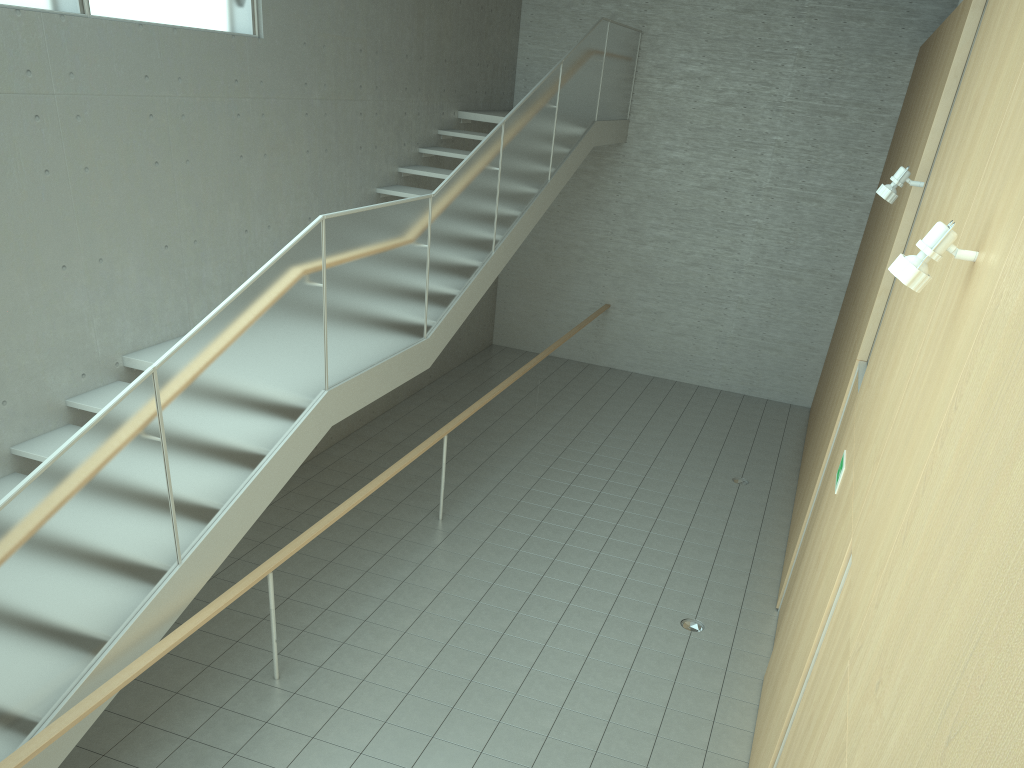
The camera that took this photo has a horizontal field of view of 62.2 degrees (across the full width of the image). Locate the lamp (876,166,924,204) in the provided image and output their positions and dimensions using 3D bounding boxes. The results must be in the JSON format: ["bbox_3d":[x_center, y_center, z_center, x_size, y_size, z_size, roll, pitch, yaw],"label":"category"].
[{"bbox_3d":[2.195,-1.128,4.814,0.232,0.223,0.123,5,27,-3],"label":"lamp"}]

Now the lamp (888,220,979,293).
[{"bbox_3d":[1.228,-0.371,2.471,0.232,0.223,0.123,5,27,-3],"label":"lamp"}]

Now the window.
[{"bbox_3d":[-3.831,-2.294,0.395,0.029,3.160,14.038,16,22,17],"label":"window"}]

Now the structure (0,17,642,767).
[{"bbox_3d":[-1.455,-0.673,6.589,1.849,4.835,11.311,15,23,17],"label":"structure"}]
